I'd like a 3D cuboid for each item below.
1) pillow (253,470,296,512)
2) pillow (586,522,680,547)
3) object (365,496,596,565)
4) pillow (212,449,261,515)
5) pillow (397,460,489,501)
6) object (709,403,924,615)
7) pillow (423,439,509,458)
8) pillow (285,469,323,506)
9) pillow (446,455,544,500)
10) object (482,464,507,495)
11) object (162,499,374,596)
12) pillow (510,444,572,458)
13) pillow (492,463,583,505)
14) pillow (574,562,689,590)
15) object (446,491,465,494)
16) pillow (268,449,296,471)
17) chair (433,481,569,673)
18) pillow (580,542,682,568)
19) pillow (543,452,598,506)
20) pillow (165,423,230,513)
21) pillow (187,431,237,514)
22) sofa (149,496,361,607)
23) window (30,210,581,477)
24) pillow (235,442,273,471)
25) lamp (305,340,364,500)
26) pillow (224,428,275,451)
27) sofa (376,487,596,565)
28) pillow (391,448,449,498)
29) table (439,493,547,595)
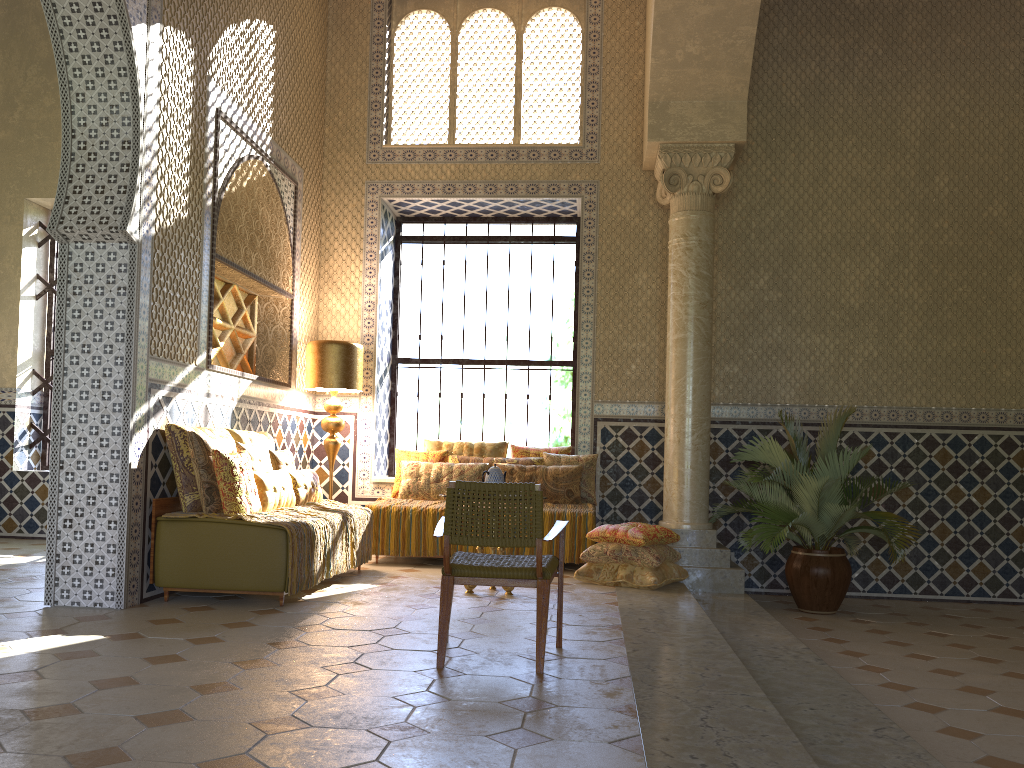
[{"bbox_3d":[-2.437,1.100,8.986,0.271,0.449,0.985,1,-4,5],"label":"pillow"},{"bbox_3d":[1.373,1.722,10.011,0.804,0.310,0.749,-2,-6,39],"label":"pillow"},{"bbox_3d":[-0.383,1.853,11.452,2.885,0.716,1.318,1,-4,5],"label":"object"},{"bbox_3d":[-2.531,0.935,8.194,0.345,0.650,0.686,1,-3,5],"label":"pillow"},{"bbox_3d":[-0.903,1.290,11.607,1.191,0.546,0.330,1,-2,5],"label":"pillow"},{"bbox_3d":[3.773,1.474,10.556,2.642,2.498,2.169,2,-3,-8],"label":"object"},{"bbox_3d":[-0.658,1.171,12.048,1.192,0.831,0.423,1,-2,5],"label":"pillow"},{"bbox_3d":[-2.351,1.180,9.918,0.271,0.449,0.985,1,-4,5],"label":"pillow"},{"bbox_3d":[-0.237,1.266,11.766,1.341,0.614,0.371,1,-2,5],"label":"pillow"},{"bbox_3d":[-0.180,0.974,9.028,0.273,0.323,0.199,2,-2,-5],"label":"object"},{"bbox_3d":[-2.368,1.606,9.138,1.314,0.716,2.895,1,-5,6],"label":"object"},{"bbox_3d":[0.378,1.225,12.010,0.855,0.799,0.394,1,-2,6],"label":"pillow"},{"bbox_3d":[0.317,1.314,11.494,1.191,0.546,0.330,1,-2,5],"label":"pillow"},{"bbox_3d":[1.366,2.133,10.017,0.991,0.367,1.045,-1,-5,30],"label":"pillow"},{"bbox_3d":[-0.546,1.109,9.019,0.256,0.032,0.256,3,-5,-16],"label":"object"},{"bbox_3d":[-2.559,1.046,9.894,0.313,0.636,0.683,1,-3,6],"label":"pillow"},{"bbox_3d":[-0.100,1.271,6.133,0.950,1.207,0.909,1,-3,5],"label":"chair"},{"bbox_3d":[1.352,1.930,10.015,0.931,0.347,0.883,-1,-5,26],"label":"pillow"},{"bbox_3d":[0.760,1.257,11.695,0.741,0.692,0.341,1,-2,6],"label":"pillow"},{"bbox_3d":[-2.954,0.821,8.606,0.422,0.830,1.196,1,-4,5],"label":"pillow"},{"bbox_3d":[-2.775,0.848,8.363,0.383,0.779,0.836,1,-3,6],"label":"pillow"},{"bbox_3d":[-2.428,1.614,9.156,1.273,0.935,2.858,1,-4,5],"label":"sofa"},{"bbox_3d":[-3.245,-0.598,13.209,8.483,3.984,0.575,1,-2,2],"label":"window"},{"bbox_3d":[-2.632,0.947,9.096,0.340,0.692,0.743,1,-3,6],"label":"pillow"},{"bbox_3d":[-2.363,0.865,11.627,0.737,2.809,0.737,2,-2,-26],"label":"lamp"},{"bbox_3d":[-2.844,0.924,9.796,0.422,0.830,1.196,1,-4,5],"label":"pillow"},{"bbox_3d":[-0.337,1.868,11.511,2.849,0.936,1.277,1,-4,5],"label":"sofa"},{"bbox_3d":[-1.238,1.218,11.880,0.741,0.692,0.341,1,-2,6],"label":"pillow"},{"bbox_3d":[-0.205,1.619,8.971,1.100,0.979,1.103,-1,-4,35],"label":"table"}]
